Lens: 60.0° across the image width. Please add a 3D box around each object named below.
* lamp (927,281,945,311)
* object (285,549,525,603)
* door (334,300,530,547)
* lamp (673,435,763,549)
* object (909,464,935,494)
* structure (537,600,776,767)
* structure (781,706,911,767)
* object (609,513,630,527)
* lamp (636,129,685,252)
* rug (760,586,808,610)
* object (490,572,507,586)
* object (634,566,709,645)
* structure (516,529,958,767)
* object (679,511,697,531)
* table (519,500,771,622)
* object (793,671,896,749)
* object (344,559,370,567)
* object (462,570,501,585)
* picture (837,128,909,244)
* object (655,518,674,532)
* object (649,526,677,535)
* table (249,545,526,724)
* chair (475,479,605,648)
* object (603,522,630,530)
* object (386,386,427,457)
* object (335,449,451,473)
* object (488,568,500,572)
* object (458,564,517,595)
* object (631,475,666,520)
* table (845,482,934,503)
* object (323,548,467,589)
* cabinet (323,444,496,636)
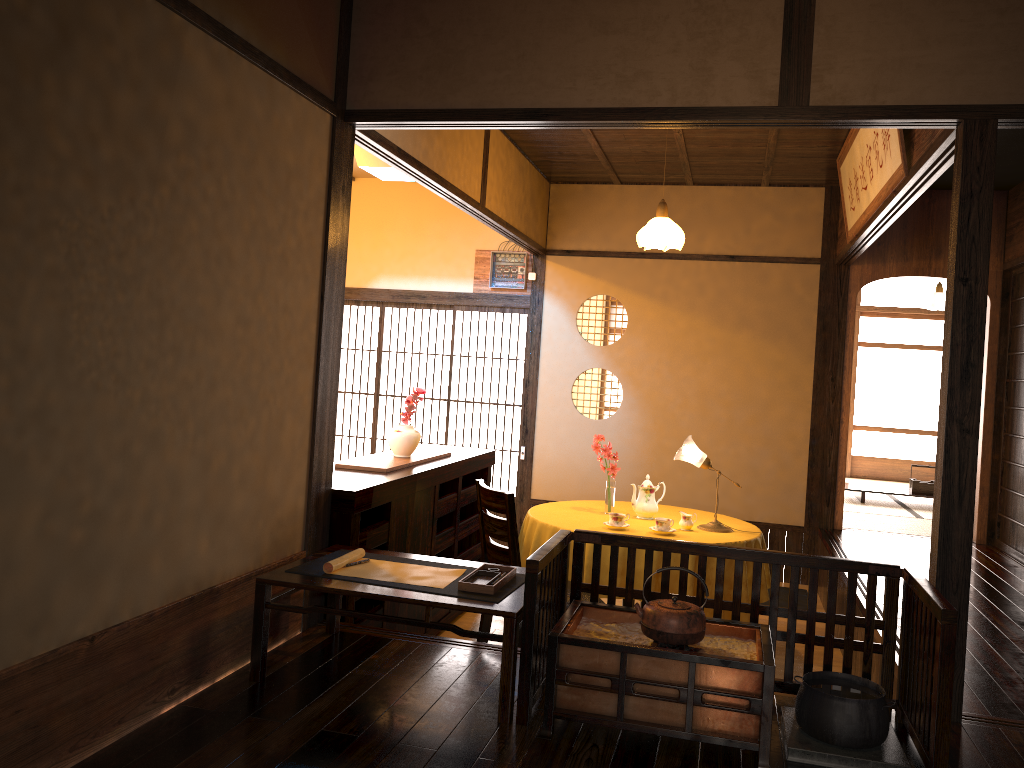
[{"bbox_3d":[4.128,-1.107,8.539,0.196,0.798,0.225,4,0,22],"label":"lamp"},{"bbox_3d":[-0.346,0.657,3.074,0.761,0.003,0.405,4,1,17],"label":"object"},{"bbox_3d":[-1.185,0.283,7.673,2.649,2.001,0.066,4,0,14],"label":"door"},{"bbox_3d":[1.114,0.891,4.865,0.512,1.203,0.197,4,0,14],"label":"lamp"},{"bbox_3d":[3.971,0.913,8.519,0.260,0.258,0.150,4,0,14],"label":"object"},{"bbox_3d":[0.458,0.905,2.724,0.666,0.300,0.452,4,1,14],"label":"structure"},{"bbox_3d":[0.988,1.071,2.661,0.330,0.040,0.330,4,1,14],"label":"structure"},{"bbox_3d":[0.558,0.721,4.687,0.099,0.076,0.090,4,1,39],"label":"object"},{"bbox_3d":[0.873,-1.174,5.081,0.250,0.810,0.276,3,0,36],"label":"lamp"},{"bbox_3d":[0.650,1.428,6.502,2.956,0.005,0.901,4,1,14],"label":"rug"},{"bbox_3d":[-0.044,0.665,3.013,0.012,0.012,0.180,4,1,14],"label":"object"},{"bbox_3d":[0.499,0.669,2.720,0.198,0.216,0.198,3,0,-37],"label":"object"},{"bbox_3d":[0.678,0.817,2.820,1.197,0.500,0.597,4,1,14],"label":"structure"},{"bbox_3d":[0.946,0.740,4.796,0.083,0.098,0.078,4,0,-17],"label":"object"},{"bbox_3d":[0.722,1.116,5.043,1.445,0.695,1.442,4,1,14],"label":"table"},{"bbox_3d":[0.992,0.977,2.664,0.266,0.147,0.267,3,1,-19],"label":"object"},{"bbox_3d":[-0.548,0.635,3.147,0.012,0.010,0.141,4,1,29],"label":"object"},{"bbox_3d":[-0.103,0.658,2.974,0.082,0.019,0.200,4,1,15],"label":"object"},{"bbox_3d":[1.958,-1.208,4.913,0.117,0.565,2.043,4,1,14],"label":"picture"},{"bbox_3d":[0.789,0.737,4.627,0.090,0.076,0.099,4,1,-1],"label":"object"},{"bbox_3d":[0.786,0.770,4.631,0.144,0.024,0.144,3,1,-26],"label":"object"},{"bbox_3d":[-0.348,0.827,3.071,0.880,0.337,0.600,4,1,14],"label":"table"},{"bbox_3d":[0.112,0.964,4.198,0.577,0.960,0.491,4,0,-21],"label":"chair"},{"bbox_3d":[0.552,0.753,4.690,0.144,0.024,0.144,3,1,-26],"label":"object"},{"bbox_3d":[-0.556,0.203,4.863,0.189,0.378,0.321,4,0,23],"label":"object"},{"bbox_3d":[-0.606,0.402,4.736,0.267,0.020,0.997,4,1,14],"label":"object"},{"bbox_3d":[-0.064,0.658,3.095,0.040,0.021,0.040,3,1,-23],"label":"object"},{"bbox_3d":[-0.080,0.660,3.010,0.121,0.028,0.295,4,1,15],"label":"object"},{"bbox_3d":[0.779,0.645,5.090,0.164,0.253,0.153,4,0,27],"label":"object"},{"bbox_3d":[3.776,1.088,8.563,1.201,0.118,0.600,4,1,14],"label":"table"},{"bbox_3d":[-0.398,0.633,3.074,0.430,0.038,0.275,4,1,14],"label":"object"},{"bbox_3d":[-0.636,0.897,4.699,0.489,0.971,2.185,4,1,14],"label":"cabinet"}]
